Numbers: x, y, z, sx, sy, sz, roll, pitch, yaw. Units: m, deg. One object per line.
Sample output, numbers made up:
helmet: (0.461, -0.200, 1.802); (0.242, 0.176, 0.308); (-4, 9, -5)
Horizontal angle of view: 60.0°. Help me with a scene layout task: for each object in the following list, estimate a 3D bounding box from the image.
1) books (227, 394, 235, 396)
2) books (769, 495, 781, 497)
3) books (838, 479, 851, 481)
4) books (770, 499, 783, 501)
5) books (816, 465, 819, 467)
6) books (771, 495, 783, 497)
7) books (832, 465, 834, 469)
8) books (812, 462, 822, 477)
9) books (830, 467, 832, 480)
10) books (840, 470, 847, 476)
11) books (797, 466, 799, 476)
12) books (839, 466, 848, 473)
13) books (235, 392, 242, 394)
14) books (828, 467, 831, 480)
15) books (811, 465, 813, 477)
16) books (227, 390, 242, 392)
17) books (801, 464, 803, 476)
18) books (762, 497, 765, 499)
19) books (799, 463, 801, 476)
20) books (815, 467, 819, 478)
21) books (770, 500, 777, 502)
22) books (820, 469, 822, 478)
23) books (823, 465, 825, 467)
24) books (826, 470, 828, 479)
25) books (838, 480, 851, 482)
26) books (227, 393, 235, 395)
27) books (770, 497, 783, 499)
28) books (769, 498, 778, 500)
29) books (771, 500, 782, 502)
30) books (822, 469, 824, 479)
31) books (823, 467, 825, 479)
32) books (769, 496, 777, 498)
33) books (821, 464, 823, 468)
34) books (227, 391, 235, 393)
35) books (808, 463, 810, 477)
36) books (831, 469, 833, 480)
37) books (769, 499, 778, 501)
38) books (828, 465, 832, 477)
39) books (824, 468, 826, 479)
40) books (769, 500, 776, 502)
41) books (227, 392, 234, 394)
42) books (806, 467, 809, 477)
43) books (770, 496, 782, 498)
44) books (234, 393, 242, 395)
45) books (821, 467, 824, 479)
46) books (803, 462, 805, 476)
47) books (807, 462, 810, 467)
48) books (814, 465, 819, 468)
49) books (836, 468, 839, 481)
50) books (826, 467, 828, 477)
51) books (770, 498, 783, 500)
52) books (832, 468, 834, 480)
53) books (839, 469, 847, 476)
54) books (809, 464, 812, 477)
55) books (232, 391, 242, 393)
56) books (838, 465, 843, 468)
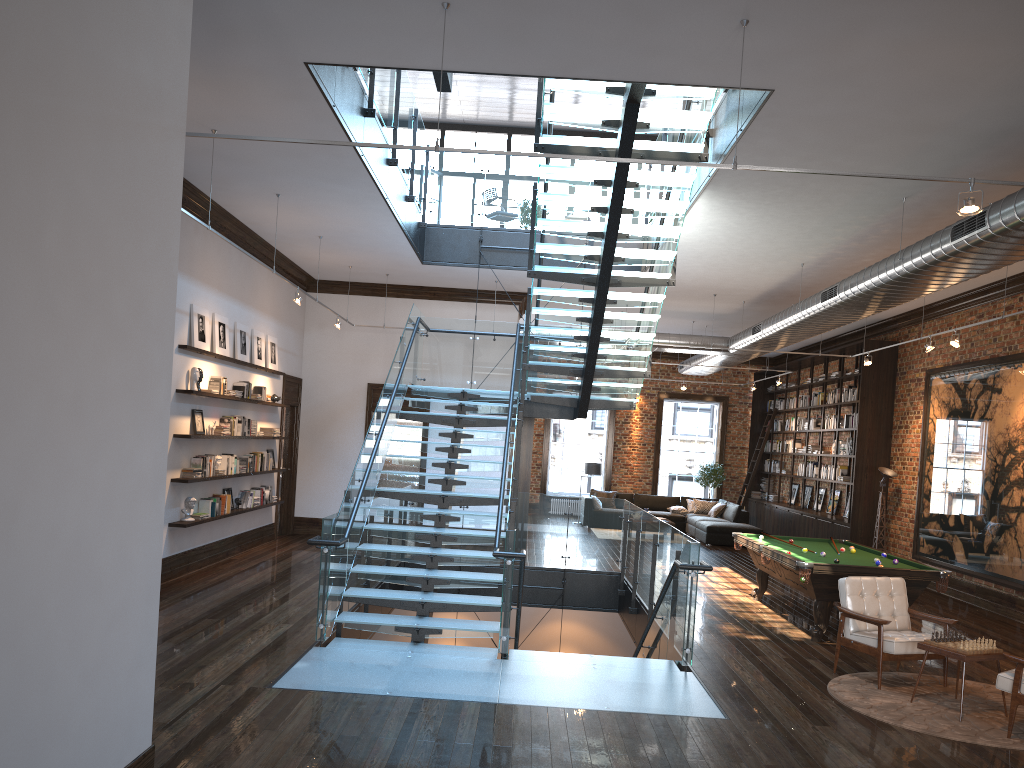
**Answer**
books: (-3.673, 0.140, 11.400); (0.156, 0.015, 0.211); (4, -4, 1)
books: (6.425, 2.729, 21.606); (0.227, 0.007, 0.372); (4, -4, -4)
books: (6.404, 1.844, 17.074); (0.161, 0.012, 0.304); (3, -4, 6)
books: (6.426, 2.821, 21.607); (0.227, 0.007, 0.371); (4, -4, -2)
books: (6.485, 1.851, 18.696); (0.176, 0.256, 0.014); (4, 1, 1)
books: (6.436, 2.722, 21.606); (0.227, 0.007, 0.370); (3, -4, 3)
books: (6.469, 1.770, 17.697); (0.177, 0.297, 0.014); (4, 1, 1)
books: (6.478, 1.829, 18.839); (0.186, 0.317, 0.015); (4, 1, 1)
books: (6.464, 1.788, 17.745); (0.161, 0.265, 0.033); (4, 1, 1)
books: (6.476, 1.788, 17.299); (0.136, 0.211, 0.035); (4, 1, 1)
books: (6.504, 1.957, 19.893); (0.178, 0.205, 0.068); (4, 1, 1)
books: (6.477, 1.754, 17.355); (0.159, 0.285, 0.014); (4, 1, 1)
books: (-3.670, 0.115, 11.685); (0.142, 0.011, 0.256); (4, -4, 3)
books: (6.465, 1.803, 17.819); (0.191, 0.246, 0.031); (4, 1, 1)
books: (6.472, 1.864, 18.872); (0.187, 0.251, 0.050); (4, 1, 1)
books: (-3.663, 0.094, 11.684); (0.142, 0.011, 0.257); (3, -4, 5)
books: (6.487, 1.907, 19.604); (0.189, 0.260, 0.027); (4, 1, 1)
books: (6.474, 2.904, 22.525); (0.198, 0.035, 0.218); (3, -4, 4)
books: (6.494, 1.909, 19.736); (0.180, 0.275, 0.013); (4, 1, 1)
books: (6.478, 1.868, 18.673); (0.191, 0.218, 0.033); (4, 1, 1)
books: (6.424, 2.851, 21.607); (0.228, 0.008, 0.331); (3, -4, 4)
books: (6.485, 1.863, 18.396); (0.158, 0.201, 0.028); (4, 1, 1)
books: (6.482, 1.819, 18.293); (0.146, 0.276, 0.013); (4, 1, 1)
books: (6.463, 1.837, 17.972); (0.165, 0.197, 0.027); (4, 1, 1)
books: (6.400, 1.868, 17.075); (0.159, 0.012, 0.338); (3, -4, 4)
books: (-3.669, 0.126, 11.413); (0.159, 0.014, 0.183); (4, -4, 1)
books: (6.429, 2.776, 21.607); (0.229, 0.008, 0.330); (4, -4, -2)
books: (6.430, 2.806, 21.607); (0.229, 0.008, 0.330); (4, -4, -1)
books: (6.431, 2.844, 21.607); (0.227, 0.007, 0.369); (4, -4, 2)
books: (6.481, 1.849, 18.241); (0.170, 0.209, 0.028); (4, 1, 1)
books: (6.474, 1.825, 18.152); (0.179, 0.246, 0.031); (4, 1, 1)
books: (6.437, 2.761, 21.606); (0.227, 0.007, 0.369); (4, -4, 0)
books: (6.491, 1.824, 18.487); (0.132, 0.291, 0.016); (4, 1, 1)
books: (-3.672, 0.098, 11.406); (0.152, 0.013, 0.195); (4, -4, 1)
books: (6.506, 1.866, 19.205); (0.155, 0.294, 0.029); (4, 1, 1)
books: (6.463, 1.813, 17.676); (0.183, 0.207, 0.028); (4, 1, 1)
books: (6.432, 2.829, 21.607); (0.229, 0.008, 0.329); (4, -4, 0)
books: (6.478, 1.788, 17.942); (0.152, 0.292, 0.031); (4, 1, 1)
books: (6.465, 1.834, 18.083); (0.174, 0.218, 0.027); (4, 1, 1)
books: (6.421, 2.859, 21.608); (0.229, 0.008, 0.331); (4, -4, -3)
books: (-3.672, 0.111, 11.397); (0.125, 0.014, 0.214); (4, -4, 1)
books: (6.486, 1.912, 19.271); (0.174, 0.207, 0.031); (4, 1, 1)
books: (6.424, 2.753, 21.606); (0.228, 0.008, 0.332); (3, -4, 7)
books: (-3.669, 0.126, 11.685); (0.142, 0.011, 0.256); (4, -4, -2)
books: (6.470, 1.838, 18.271); (0.167, 0.234, 0.032); (4, 1, 1)
books: (6.494, 1.878, 19.466); (0.184, 0.301, 0.016); (4, 1, 1)
books: (6.503, 1.867, 19.371); (0.170, 0.312, 0.038); (4, 1, 1)
books: (6.484, 1.856, 18.794); (0.171, 0.259, 0.013); (4, 1, 1)
books: (6.450, 1.774, 17.393); (0.176, 0.246, 0.039); (4, 1, 1)
books: (6.467, 1.819, 18.018); (0.165, 0.238, 0.034); (4, 1, 1)
books: (6.434, 2.799, 21.607); (0.227, 0.007, 0.369); (4, -4, 2)
books: (6.462, 1.794, 17.604); (0.174, 0.235, 0.027); (4, 1, 1)
books: (6.475, 1.781, 17.333); (0.141, 0.229, 0.032); (4, 1, 1)
books: (6.488, 1.856, 19.034); (0.184, 0.288, 0.016); (4, 1, 1)
books: (-3.671, 0.104, 11.685); (0.141, 0.011, 0.286); (4, -4, 0)
books: (6.478, 1.750, 17.418); (0.149, 0.301, 0.013); (4, 1, 1)
